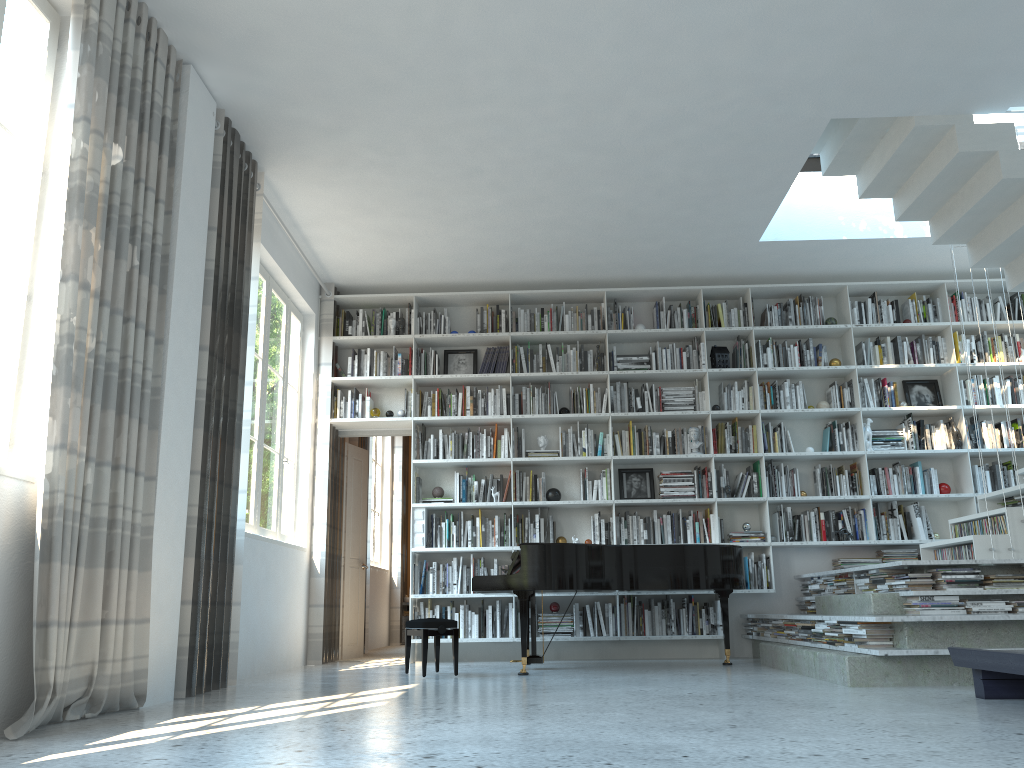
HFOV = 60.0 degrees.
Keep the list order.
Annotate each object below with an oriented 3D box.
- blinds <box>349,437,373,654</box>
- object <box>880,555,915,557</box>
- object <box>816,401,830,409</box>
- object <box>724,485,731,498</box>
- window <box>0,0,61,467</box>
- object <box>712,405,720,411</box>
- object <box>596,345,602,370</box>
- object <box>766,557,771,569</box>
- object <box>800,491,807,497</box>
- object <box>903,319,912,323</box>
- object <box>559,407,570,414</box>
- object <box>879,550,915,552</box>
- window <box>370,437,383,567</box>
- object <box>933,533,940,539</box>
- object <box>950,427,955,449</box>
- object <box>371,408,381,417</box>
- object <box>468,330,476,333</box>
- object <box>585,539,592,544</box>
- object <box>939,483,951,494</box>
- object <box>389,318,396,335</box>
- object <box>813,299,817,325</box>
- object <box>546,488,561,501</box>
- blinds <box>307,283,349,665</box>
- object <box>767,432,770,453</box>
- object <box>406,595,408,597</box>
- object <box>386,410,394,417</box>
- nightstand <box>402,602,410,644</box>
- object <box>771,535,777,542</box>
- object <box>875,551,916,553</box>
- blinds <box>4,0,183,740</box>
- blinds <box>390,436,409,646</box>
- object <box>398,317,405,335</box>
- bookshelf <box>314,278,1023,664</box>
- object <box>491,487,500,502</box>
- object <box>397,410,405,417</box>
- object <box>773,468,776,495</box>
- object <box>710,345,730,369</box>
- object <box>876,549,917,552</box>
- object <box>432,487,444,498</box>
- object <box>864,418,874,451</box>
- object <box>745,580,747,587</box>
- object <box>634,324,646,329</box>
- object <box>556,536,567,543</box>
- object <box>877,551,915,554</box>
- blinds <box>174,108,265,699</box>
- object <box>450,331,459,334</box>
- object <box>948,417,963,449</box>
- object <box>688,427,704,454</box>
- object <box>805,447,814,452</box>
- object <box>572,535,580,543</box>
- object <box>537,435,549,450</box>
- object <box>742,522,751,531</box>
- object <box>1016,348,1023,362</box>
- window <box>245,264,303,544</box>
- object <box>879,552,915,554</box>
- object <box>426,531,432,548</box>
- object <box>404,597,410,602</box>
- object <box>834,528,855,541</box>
[{"bbox_3d":[-1.554,1.058,8.948,0.140,3.221,0.778,-1,-14,2],"label":"blinds"},{"bbox_3d":[3.184,1.431,7.352,0.254,0.005,0.161,-1,-14,2],"label":"object"},{"bbox_3d":[2.686,0.202,7.655,0.111,0.112,0.112,4,-15,-20],"label":"object"},{"bbox_3d":[1.793,0.895,7.356,0.054,0.113,0.079,-1,-14,0],"label":"object"},{"bbox_3d":[-17.461,-5.300,13.905,32.805,18.486,18.585,-2,-14,5],"label":"window"},{"bbox_3d":[1.746,0.213,7.586,0.071,0.072,0.071,10,-18,-38],"label":"object"},{"bbox_3d":[0.758,-0.213,7.684,0.075,0.254,0.075,4,-15,-19],"label":"object"},{"bbox_3d":[2.105,1.552,7.267,0.011,0.259,0.142,-1,-14,2],"label":"object"},{"bbox_3d":[2.447,0.936,7.472,0.071,0.072,0.071,10,-18,-38],"label":"object"},{"bbox_3d":[3.440,-0.529,7.716,0.071,0.072,0.071,10,-18,-38],"label":"object"},{"bbox_3d":[0.453,0.250,7.686,0.097,0.098,0.097,10,-18,-38],"label":"object"},{"bbox_3d":[3.186,1.388,7.360,0.254,0.005,0.161,-2,-14,3],"label":"object"},{"bbox_3d":[-1.683,1.111,10.331,0.073,2.003,1.988,-1,-14,2],"label":"window"},{"bbox_3d":[3.516,1.270,7.365,0.071,0.072,0.071,10,-18,-38],"label":"object"},{"bbox_3d":[3.721,0.487,7.548,0.022,0.211,0.179,-1,-14,2],"label":"object"},{"bbox_3d":[-1.188,0.249,7.717,0.087,0.087,0.087,10,-18,-38],"label":"object"},{"bbox_3d":[-0.355,-0.435,7.888,0.082,0.083,0.083,4,-15,-20],"label":"object"},{"bbox_3d":[0.638,1.326,7.404,0.061,0.062,0.061,10,-18,-38],"label":"object"},{"bbox_3d":[3.614,0.887,7.432,0.115,0.116,0.115,4,-15,-20],"label":"object"},{"bbox_3d":[-1.054,-0.490,7.811,0.067,0.197,0.068,-14,-19,43],"label":"object"},{"bbox_3d":[2.673,-0.597,7.861,0.006,0.297,0.130,-1,-14,2],"label":"object"},{"bbox_3d":[0.353,0.951,7.538,0.134,0.135,0.134,10,-18,-38],"label":"object"},{"bbox_3d":[-1.592,0.765,7.803,0.140,3.221,0.778,-1,-14,2],"label":"blinds"},{"bbox_3d":[2.181,0.524,7.600,0.013,0.207,0.140,-1,-14,2],"label":"object"},{"bbox_3d":[-1.409,2.798,11.571,0.106,0.103,0.106,-3,-14,9],"label":"object"},{"bbox_3d":[-1.070,0.266,7.759,0.071,0.072,0.072,4,-15,-20],"label":"object"},{"bbox_3d":[-1.460,3.091,11.462,0.650,0.516,0.432,-2,-14,4],"label":"nightstand"},{"bbox_3d":[2.172,1.295,7.389,0.071,0.072,0.071,10,-18,-38],"label":"object"},{"bbox_3d":[3.186,1.394,7.361,0.285,0.005,0.160,-1,-14,2],"label":"object"},{"bbox_3d":[-1.722,-0.279,3.803,0.183,3.252,1.029,-1,-14,1],"label":"blinds"},{"bbox_3d":[-1.463,1.752,11.660,0.140,3.221,0.778,-1,-14,2],"label":"blinds"},{"bbox_3d":[-0.973,-0.492,7.809,0.067,0.197,0.068,-14,-19,43],"label":"object"},{"bbox_3d":[1.470,0.713,7.515,6.297,3.133,0.331,-1,-14,2],"label":"bookshelf"},{"bbox_3d":[-0.141,0.926,7.418,0.081,0.139,0.044,3,-14,-14],"label":"object"},{"bbox_3d":[-0.965,0.259,7.737,0.071,0.072,0.072,4,-15,-20],"label":"object"},{"bbox_3d":[2.214,0.856,7.536,0.007,0.265,0.135,-1,-14,2],"label":"object"},{"bbox_3d":[1.811,-0.217,7.718,0.135,0.247,0.136,1,-14,-8],"label":"object"},{"bbox_3d":[3.186,1.381,7.352,0.285,0.005,0.160,-3,-14,6],"label":"object"},{"bbox_3d":[-0.631,0.930,7.577,0.105,0.106,0.105,4,-15,-20],"label":"object"},{"bbox_3d":[2.983,0.429,7.425,0.087,0.287,0.075,-11,-17,35],"label":"object"},{"bbox_3d":[1.867,1.629,7.222,0.094,0.094,0.094,10,-18,-38],"label":"object"},{"bbox_3d":[1.131,-0.480,7.838,0.105,0.105,0.105,4,-15,-20],"label":"object"},{"bbox_3d":[0.415,1.327,7.455,0.091,0.091,0.091,4,-15,-20],"label":"object"},{"bbox_3d":[3.186,1.399,7.359,0.254,0.005,0.161,-1,-14,2],"label":"object"},{"bbox_3d":[-1.683,0.070,5.091,0.140,3.221,0.778,-1,-14,2],"label":"blinds"},{"bbox_3d":[-0.512,-0.431,7.893,0.082,0.083,0.083,4,-15,-20],"label":"object"},{"bbox_3d":[3.715,0.418,7.423,0.087,0.287,0.075,-11,-17,35],"label":"object"},{"bbox_3d":[1.543,0.488,7.489,0.137,0.243,0.138,8,-16,-32],"label":"object"},{"bbox_3d":[2.527,0.569,7.523,0.071,0.072,0.071,10,-18,-38],"label":"object"},{"bbox_3d":[0.533,1.308,7.387,0.060,0.094,0.078,-5,-15,18],"label":"object"},{"bbox_3d":[0.265,0.510,7.671,0.095,0.156,0.121,-5,-14,15],"label":"object"},{"bbox_3d":[1.943,1.183,7.343,0.071,0.072,0.071,10,-18,-38],"label":"object"},{"bbox_3d":[4.410,-0.236,7.573,0.203,0.136,0.095,-5,-15,17],"label":"object"},{"bbox_3d":[-1.812,0.125,6.477,0.073,2.003,1.988,-1,-14,2],"label":"window"},{"bbox_3d":[3.186,1.404,7.358,0.254,0.005,0.161,-1,-14,2],"label":"object"},{"bbox_3d":[-0.692,1.295,7.367,0.045,0.146,0.045,-12,-18,39],"label":"object"},{"bbox_3d":[-1.350,2.789,11.452,0.118,0.061,0.118,-3,-14,9],"label":"object"},{"bbox_3d":[2.713,1.228,7.234,0.160,0.113,0.065,2,-14,-11],"label":"object"}]
